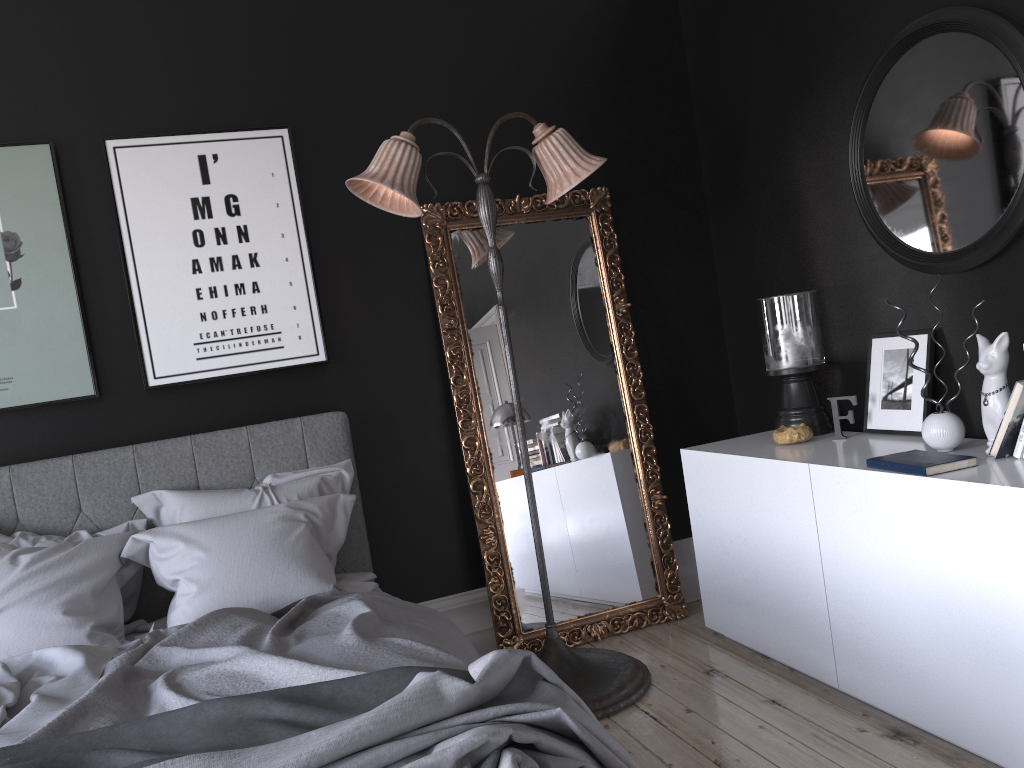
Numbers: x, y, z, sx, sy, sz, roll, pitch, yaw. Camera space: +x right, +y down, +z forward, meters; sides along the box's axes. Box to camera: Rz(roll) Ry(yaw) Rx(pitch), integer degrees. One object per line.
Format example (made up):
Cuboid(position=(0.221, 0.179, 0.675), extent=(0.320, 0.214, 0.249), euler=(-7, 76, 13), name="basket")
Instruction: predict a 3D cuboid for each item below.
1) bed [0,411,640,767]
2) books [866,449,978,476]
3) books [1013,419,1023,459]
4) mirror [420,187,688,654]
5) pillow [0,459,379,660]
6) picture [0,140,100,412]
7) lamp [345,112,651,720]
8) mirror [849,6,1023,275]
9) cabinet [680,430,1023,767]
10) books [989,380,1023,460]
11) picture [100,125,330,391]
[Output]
Cuboid(position=(-1.098, 0.892, 2.311), extent=(2.761, 1.300, 3.285), euler=(-10, 3, -30), name="bed")
Cuboid(position=(1.305, 0.250, 2.834), extent=(0.193, 0.030, 0.289), euler=(-9, 2, -13), name="books")
Cuboid(position=(1.644, 0.095, 2.711), extent=(0.195, 0.245, 0.132), euler=(-10, 3, -18), name="books")
Cuboid(position=(0.218, 0.158, 4.308), extent=(0.990, 2.194, 0.254), euler=(-10, 4, -18), name="mirror")
Cuboid(position=(-1.429, 0.713, 3.372), extent=(1.828, 0.760, 0.680), euler=(-10, 3, -19), name="pillow")
Cuboid(position=(-2.187, -0.415, 3.575), extent=(0.791, 1.080, 0.014), euler=(-10, 3, -18), name="picture")
Cuboid(position=(0.022, 0.096, 3.680), extent=(0.987, 2.414, 0.771), euler=(-8, 3, 14), name="lamp")
Cuboid(position=(1.535, -0.858, 3.200), extent=(0.061, 0.925, 0.924), euler=(-10, 3, -19), name="mirror")
Cuboid(position=(1.490, 0.675, 3.053), extent=(0.569, 0.883, 2.396), euler=(-10, 3, -19), name="cabinet")
Cuboid(position=(1.603, 0.098, 2.741), extent=(0.202, 0.246, 0.158), euler=(-10, 3, -18), name="books")
Cuboid(position=(-1.280, -0.566, 3.881), extent=(0.791, 1.080, 0.014), euler=(-10, 3, -18), name="picture")
